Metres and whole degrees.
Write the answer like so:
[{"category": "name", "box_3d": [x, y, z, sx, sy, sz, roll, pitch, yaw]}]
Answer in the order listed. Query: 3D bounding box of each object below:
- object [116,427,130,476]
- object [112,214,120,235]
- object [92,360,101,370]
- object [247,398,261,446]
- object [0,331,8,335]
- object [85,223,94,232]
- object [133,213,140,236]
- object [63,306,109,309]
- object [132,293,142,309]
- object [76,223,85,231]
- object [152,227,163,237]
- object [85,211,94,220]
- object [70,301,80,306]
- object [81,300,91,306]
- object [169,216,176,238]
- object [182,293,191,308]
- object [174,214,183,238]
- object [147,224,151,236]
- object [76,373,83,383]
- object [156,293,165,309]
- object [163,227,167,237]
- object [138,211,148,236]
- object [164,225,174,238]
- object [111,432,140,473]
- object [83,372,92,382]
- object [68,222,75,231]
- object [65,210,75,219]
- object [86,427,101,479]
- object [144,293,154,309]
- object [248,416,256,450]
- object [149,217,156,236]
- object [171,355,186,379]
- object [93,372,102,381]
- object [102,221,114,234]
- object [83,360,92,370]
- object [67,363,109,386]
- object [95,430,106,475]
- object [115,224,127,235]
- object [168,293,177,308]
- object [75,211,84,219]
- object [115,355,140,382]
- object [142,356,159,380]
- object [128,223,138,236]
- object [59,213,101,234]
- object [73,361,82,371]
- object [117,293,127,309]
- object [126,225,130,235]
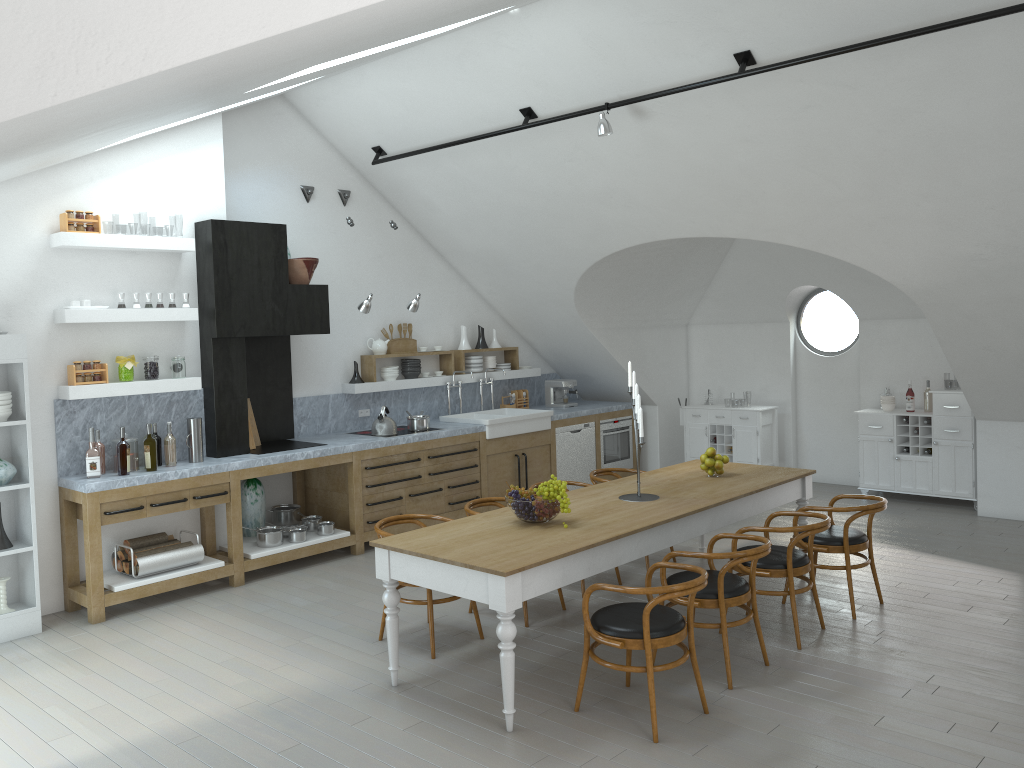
[{"category": "object", "box_3d": [-2.777, 0.484, 6.332, 0.092, 0.359, 0.093, -2, 2, -13]}, {"category": "object", "box_3d": [-2.937, -1.172, 6.574, 0.048, 0.169, 0.048, -4, 3, -39]}, {"category": "object", "box_3d": [-3.015, -0.137, 6.436, 0.059, 0.075, 0.058, -3, 3, -24]}, {"category": "object", "box_3d": [-2.263, 0.335, 7.699, 0.148, 0.427, 0.078, -2, 2, -12]}, {"category": "object", "box_3d": [-3.425, -0.333, 5.854, 0.151, 0.025, 0.295, -3, 4, -23]}, {"category": "object", "box_3d": [-3.048, -1.123, 6.401, 0.059, 0.075, 0.058, -3, 3, -24]}, {"category": "object", "box_3d": [-2.807, -1.186, 6.642, 0.054, 0.179, 0.054, -1, 2, 19]}, {"category": "object", "box_3d": [-3.059, -0.544, 6.370, 0.113, 0.025, 0.295, 2, 5, 43]}, {"category": "object", "box_3d": [-2.810, -0.621, 6.632, 0.064, 0.124, 0.068, 0, 3, 37]}, {"category": "object", "box_3d": [-3.094, -1.118, 6.352, 0.059, 0.075, 0.058, -3, 3, -24]}, {"category": "object", "box_3d": [-2.693, -1.149, 6.740, 0.077, 0.085, 0.077, -3, 3, -14]}, {"category": "object", "box_3d": [-3.051, -1.209, 6.398, 0.059, 0.075, 0.058, -3, 3, -24]}, {"category": "object", "box_3d": [-3.112, -0.561, 6.316, 0.057, 0.061, 0.058, 1, 4, 42]}, {"category": "object", "box_3d": [-3.060, -0.571, 6.369, 0.054, 0.071, 0.054, 1, 4, 42]}, {"category": "object", "box_3d": [-2.618, -1.205, 6.845, 0.054, 0.179, 0.054, -1, 2, 19]}, {"category": "object", "box_3d": [-2.541, -0.648, 6.906, 0.064, 0.124, 0.068, 0, 3, 37]}, {"category": "object", "box_3d": [-2.561, -1.209, 6.816, 0.063, 0.187, 0.063, -1, 2, 11]}, {"category": "object", "box_3d": [-2.770, -1.154, 6.700, 0.082, 0.105, 0.082, -1, 3, 11]}, {"category": "object", "box_3d": [-3.104, -0.041, 6.341, 0.059, 0.075, 0.058, -3, 3, -24]}, {"category": "object", "box_3d": [-2.687, -0.634, 6.763, 0.064, 0.124, 0.068, 0, 3, 37]}, {"category": "object", "box_3d": [-2.692, -1.159, 6.832, 0.094, 0.093, 0.093, -3, 3, -14]}, {"category": "object", "box_3d": [-2.750, -1.190, 6.613, 0.063, 0.187, 0.063, -1, 2, 11]}, {"category": "object", "box_3d": [-2.619, -1.160, 6.777, 0.071, 0.098, 0.071, -2, 3, 7]}, {"category": "object", "box_3d": [-2.844, 0.498, 6.523, 0.184, 0.286, 0.184, -3, 3, -23]}, {"category": "object", "box_3d": [-3.058, -0.046, 6.390, 0.059, 0.075, 0.058, -3, 3, -24]}, {"category": "object", "box_3d": [-3.140, -1.113, 6.303, 0.059, 0.075, 0.058, -3, 3, -24]}, {"category": "object", "box_3d": [-3.142, -1.199, 6.300, 0.059, 0.075, 0.058, -3, 3, -24]}, {"category": "object", "box_3d": [-2.962, 0.487, 6.259, 0.088, 0.359, 0.085, -3, 2, -25]}, {"category": "object", "box_3d": [-2.741, -0.627, 6.684, 0.064, 0.124, 0.068, 0, 3, 37]}, {"category": "object", "box_3d": [-2.235, 0.393, 7.511, 0.148, 0.336, 0.081, 0, 3, 33]}, {"category": "object", "box_3d": [-2.747, -1.192, 6.777, 0.048, 0.169, 0.048, -4, 3, -39]}, {"category": "object", "box_3d": [-2.588, -0.134, 6.874, 0.103, 0.177, 0.207, -3, 3, -25]}, {"category": "object", "box_3d": [-3.013, -0.051, 6.439, 0.059, 0.075, 0.058, -3, 3, -24]}, {"category": "object", "box_3d": [-2.959, -1.134, 6.497, 0.082, 0.105, 0.082, -1, 3, 11]}, {"category": "object", "box_3d": [-3.061, -0.132, 6.387, 0.059, 0.075, 0.058, -3, 3, -24]}, {"category": "object", "box_3d": [-3.057, -0.070, 6.389, 0.120, 0.146, 0.237, 1, 4, 43]}, {"category": "object", "box_3d": [-2.974, 0.494, 6.378, 0.085, 0.330, 0.085, -4, 3, -38]}, {"category": "object", "box_3d": [-2.882, -1.129, 6.537, 0.077, 0.085, 0.077, -3, 3, -14]}, {"category": "object", "box_3d": [-2.617, -0.640, 6.825, 0.064, 0.124, 0.068, 0, 3, 37]}, {"category": "object", "box_3d": [-3.097, -1.204, 6.349, 0.059, 0.075, 0.058, -3, 3, -24]}, {"category": "object", "box_3d": [-2.867, -0.115, 6.568, 0.128, 0.199, 0.163, 0, 3, 38]}, {"category": "object", "box_3d": [-2.733, -0.122, 6.715, 0.120, 0.182, 0.120, -3, 3, -32]}, {"category": "object", "box_3d": [-2.808, -1.141, 6.574, 0.071, 0.098, 0.071, -2, 3, 7]}, {"category": "object", "box_3d": [-3.092, -1.142, 6.351, 0.120, 0.146, 0.237, 1, 4, 43]}, {"category": "object", "box_3d": [-3.107, -0.127, 6.338, 0.059, 0.075, 0.058, -3, 3, -24]}, {"category": "object", "box_3d": [-2.886, -0.613, 6.550, 0.064, 0.124, 0.068, 0, 3, 37]}, {"category": "object", "box_3d": [-2.881, -1.139, 6.629, 0.094, 0.093, 0.093, -3, 3, -14]}]
